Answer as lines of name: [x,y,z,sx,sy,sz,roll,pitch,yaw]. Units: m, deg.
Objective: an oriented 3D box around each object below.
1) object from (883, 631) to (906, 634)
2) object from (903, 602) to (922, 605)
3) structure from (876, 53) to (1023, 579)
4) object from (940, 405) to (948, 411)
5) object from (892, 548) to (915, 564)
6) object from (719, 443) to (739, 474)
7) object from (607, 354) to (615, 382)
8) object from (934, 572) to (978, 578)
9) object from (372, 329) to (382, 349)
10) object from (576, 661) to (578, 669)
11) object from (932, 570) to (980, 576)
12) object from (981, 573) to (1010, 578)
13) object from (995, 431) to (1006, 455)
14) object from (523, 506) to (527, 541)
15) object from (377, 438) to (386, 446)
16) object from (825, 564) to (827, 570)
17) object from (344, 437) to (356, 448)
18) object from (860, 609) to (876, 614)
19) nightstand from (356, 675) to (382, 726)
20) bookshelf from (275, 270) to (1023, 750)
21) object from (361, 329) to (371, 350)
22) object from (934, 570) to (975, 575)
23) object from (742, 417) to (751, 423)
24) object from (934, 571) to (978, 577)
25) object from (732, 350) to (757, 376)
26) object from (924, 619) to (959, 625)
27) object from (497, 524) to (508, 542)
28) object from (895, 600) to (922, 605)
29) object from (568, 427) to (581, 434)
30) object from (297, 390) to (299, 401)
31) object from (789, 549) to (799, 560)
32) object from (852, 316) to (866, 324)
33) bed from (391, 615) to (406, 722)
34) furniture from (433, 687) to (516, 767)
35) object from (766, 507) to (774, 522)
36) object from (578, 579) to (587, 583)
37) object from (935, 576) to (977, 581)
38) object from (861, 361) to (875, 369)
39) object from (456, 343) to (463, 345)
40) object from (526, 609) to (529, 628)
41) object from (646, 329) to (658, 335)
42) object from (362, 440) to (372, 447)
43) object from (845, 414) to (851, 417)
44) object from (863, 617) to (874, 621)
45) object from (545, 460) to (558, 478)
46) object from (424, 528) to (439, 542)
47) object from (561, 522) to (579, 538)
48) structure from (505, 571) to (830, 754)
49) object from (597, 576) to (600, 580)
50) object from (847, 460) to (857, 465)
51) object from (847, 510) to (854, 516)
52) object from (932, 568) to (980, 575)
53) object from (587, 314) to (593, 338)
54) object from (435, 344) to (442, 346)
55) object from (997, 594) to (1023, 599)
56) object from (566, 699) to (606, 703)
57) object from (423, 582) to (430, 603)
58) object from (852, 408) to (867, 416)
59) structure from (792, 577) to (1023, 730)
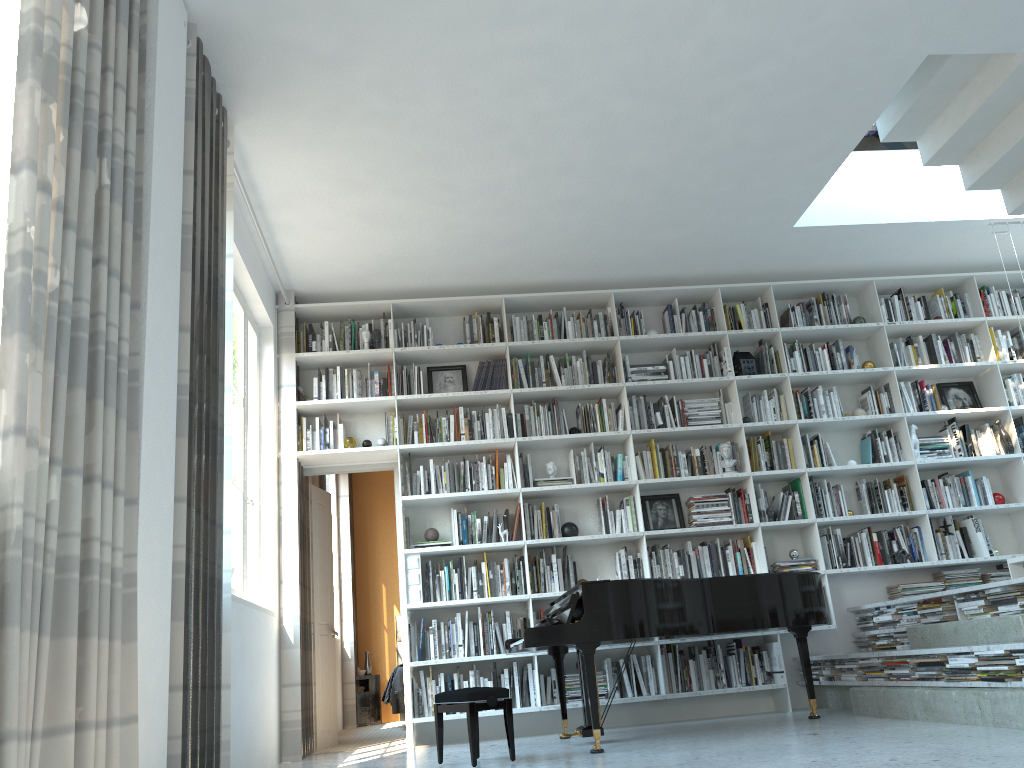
object: [2.606,1.684,6.016,0.130,0.007,0.215,-2,-18,-10]
object: [2.654,1.424,5.768,0.144,0.005,0.258,-3,-18,-6]
structure: [3.466,-0.314,5.183,2.613,3.370,1.961,-3,-18,-6]
object: [3.334,0.207,6.875,0.092,0.092,0.092,-21,-23,40]
object: [2.803,1.235,6.354,0.160,0.113,0.065,1,-19,-18]
object: [1.579,0.555,6.506,0.137,0.243,0.138,9,-23,-38]
object: [0.746,-0.103,6.646,0.075,0.254,0.075,4,-20,-26]
object: [3.264,1.404,6.526,0.254,0.005,0.161,-3,-18,-6]
object: [-0.998,-0.315,6.565,0.067,0.197,0.068,-18,-21,34]
object: [0.481,1.927,6.077,0.086,0.087,0.086,4,-20,-27]
object: [3.263,1.394,6.530,0.285,0.005,0.160,-3,-18,-6]
object: [3.634,1.415,6.555,0.327,0.008,0.208,-3,-18,-6]
object: [3.730,0.486,6.846,0.022,0.211,0.179,-3,-18,-6]
object: [0.087,1.025,6.392,0.012,0.269,0.131,-3,-18,-6]
object: [-0.948,0.428,6.443,0.071,0.072,0.072,4,-20,-27]
object: [2.250,1.331,6.433,0.071,0.072,0.071,-21,-23,40]
object: [-1.167,0.424,6.396,0.087,0.087,0.087,-21,-23,40]
object: [2.608,1.618,6.331,0.131,0.024,0.291,-4,-18,-4]
nightstand: [-1.787,3.536,9.876,0.650,0.516,0.432,-4,-18,-3]
bookshelf: [1.513,0.784,6.507,6.296,3.131,0.331,-3,-18,-6]
object: [-1.078,-0.310,6.556,0.067,0.197,0.068,-18,-21,34]
object: [3.263,1.388,6.529,0.254,0.005,0.161,-4,-18,-5]
object: [1.756,0.281,6.647,0.071,0.072,0.071,-21,-23,40]
object: [3.264,1.399,6.527,0.254,0.005,0.161,-3,-18,-6]
object: [1.784,-0.139,6.815,0.135,0.247,0.136,0,-18,-15]
object: [2.679,1.461,5.454,0.145,0.010,0.267,-2,-18,-10]
object: [-0.062,1.041,6.189,0.081,0.139,0.044,2,-19,-21]
object: [2.639,1.419,5.768,0.159,0.007,0.286,-2,-18,-9]
object: [0.463,0.368,6.577,0.097,0.098,0.097,-21,-23,40]
object: [-1.585,0.051,6.536,0.035,0.294,0.177,-3,-18,-6]
object: [2.024,1.223,6.365,0.071,0.072,0.071,-21,-23,40]
object: [2.734,-0.481,6.983,0.104,0.105,0.104,-21,-23,40]
bed: [-0.354,2.876,9.287,1.770,1.176,2.182,-3,-18,-6]
furniture: [-0.193,1.695,4.414,0.240,0.352,0.468,5,-21,-30]
object: [1.861,0.942,6.379,0.054,0.113,0.079,-3,-18,-7]
object: [0.502,1.426,6.270,0.091,0.091,0.091,4,-20,-27]
object: [3.263,1.430,6.517,0.254,0.005,0.161,-3,-18,-6]
object: [2.765,-0.130,6.879,0.100,0.101,0.101,4,-20,-27]
object: [-0.393,-0.272,6.719,0.082,0.083,0.083,4,-20,-27]
object: [0.114,1.720,6.179,0.017,0.289,0.089,-3,-18,-6]
object: [1.084,-0.370,6.864,0.105,0.105,0.105,4,-20,-27]
object: [-1.055,0.440,6.452,0.071,0.072,0.072,4,-20,-27]
object: [2.567,0.264,6.797,0.068,0.068,0.068,4,-20,-27]
object: [2.608,1.668,6.315,0.135,0.011,0.222,-5,-18,-2]
object: [0.290,0.632,6.519,0.095,0.156,0.121,-8,-18,7]
object: [-0.568,1.073,6.283,0.105,0.106,0.105,4,-20,-27]
object: [0.414,1.059,6.370,0.134,0.135,0.134,-21,-23,40]
structure: [0.974,1.567,5.091,1.918,0.830,1.339,-3,-18,-6]
object: [0.626,1.398,6.219,0.060,0.094,0.078,-8,-18,10]
object: [2.553,0.606,6.661,0.071,0.072,0.071,-21,-23,40]
object: [2.496,0.971,6.575,0.071,0.072,0.071,-21,-23,40]
object: [3.263,1.380,6.521,0.285,0.005,0.160,-5,-18,-1]
object: [0.600,-0.396,6.880,0.010,0.246,0.158,-3,-18,-6]
object: [-0.549,-0.263,6.703,0.082,0.083,0.083,4,-20,-27]
object: [2.738,1.142,4.776,0.142,0.006,0.204,-3,-18,-8]
object: [0.501,2.157,6.042,0.254,0.007,0.161,-4,-18,-3]
object: [-0.585,1.424,6.042,0.045,0.146,0.045,-16,-20,31]
object: [2.678,0.244,6.837,0.111,0.112,0.112,4,-20,-27]
structure: [3.446,1.419,5.026,2.899,0.657,3.124,-3,-18,-6]
